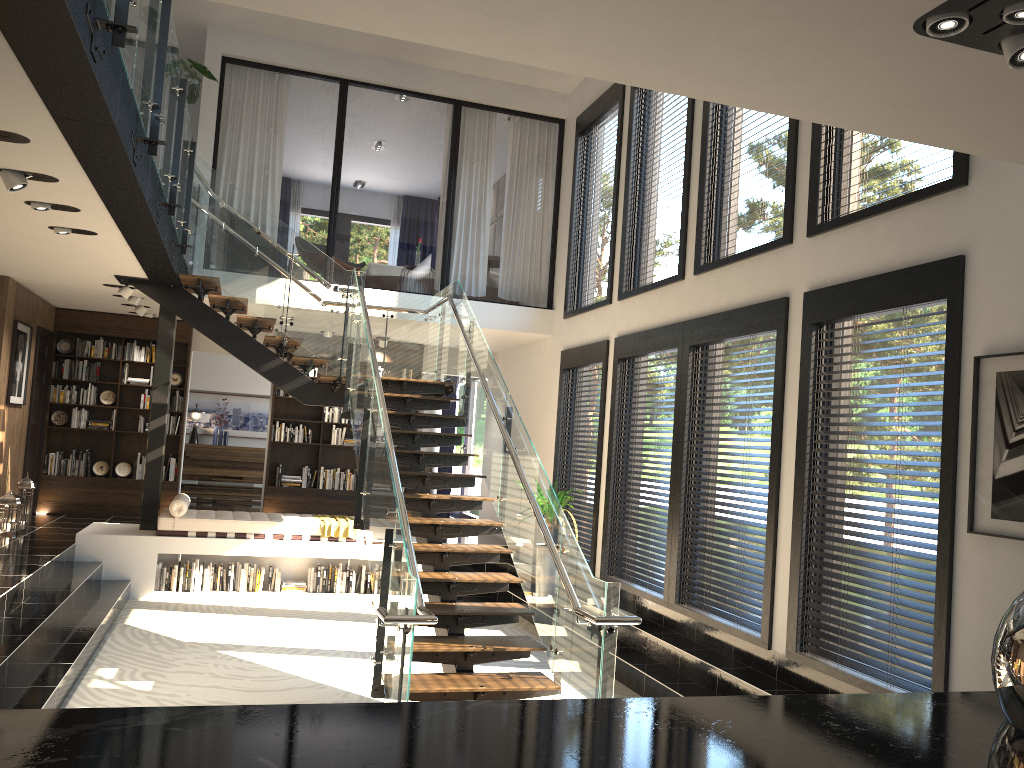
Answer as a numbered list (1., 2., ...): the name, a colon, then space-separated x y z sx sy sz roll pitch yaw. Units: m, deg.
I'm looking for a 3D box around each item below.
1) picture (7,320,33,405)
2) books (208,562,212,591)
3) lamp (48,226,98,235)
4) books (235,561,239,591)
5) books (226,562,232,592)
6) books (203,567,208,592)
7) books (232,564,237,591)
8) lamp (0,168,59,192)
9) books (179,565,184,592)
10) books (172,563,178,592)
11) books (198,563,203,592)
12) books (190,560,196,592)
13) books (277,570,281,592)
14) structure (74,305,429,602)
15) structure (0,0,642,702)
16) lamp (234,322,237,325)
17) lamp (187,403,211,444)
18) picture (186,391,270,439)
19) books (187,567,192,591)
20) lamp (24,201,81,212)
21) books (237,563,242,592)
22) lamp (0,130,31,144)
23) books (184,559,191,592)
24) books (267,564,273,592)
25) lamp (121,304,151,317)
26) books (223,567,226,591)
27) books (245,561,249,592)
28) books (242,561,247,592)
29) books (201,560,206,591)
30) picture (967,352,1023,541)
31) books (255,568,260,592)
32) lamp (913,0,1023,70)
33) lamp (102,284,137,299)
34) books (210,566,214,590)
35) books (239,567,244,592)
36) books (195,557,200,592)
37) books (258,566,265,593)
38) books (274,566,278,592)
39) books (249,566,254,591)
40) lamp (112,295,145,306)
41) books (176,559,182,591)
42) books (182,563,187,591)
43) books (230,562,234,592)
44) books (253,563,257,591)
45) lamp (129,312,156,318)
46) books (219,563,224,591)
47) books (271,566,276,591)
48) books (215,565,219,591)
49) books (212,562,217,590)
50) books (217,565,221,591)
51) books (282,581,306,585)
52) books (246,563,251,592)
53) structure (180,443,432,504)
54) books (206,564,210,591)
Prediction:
1. picture: -5.508 -0.224 9.937 0.028 0.910 0.749 5 -4 -17
2. books: -3.248 2.066 9.537 0.020 0.295 0.102 5 -4 -17
3. lamp: -3.351 -1.218 6.780 0.346 0.177 0.195 5 -4 -17
4. books: -2.989 2.085 9.642 0.023 0.308 0.126 5 -4 -17
5. books: -3.059 2.081 9.590 0.033 0.299 0.196 5 -4 -17
6. books: -3.282 2.088 9.488 0.029 0.240 0.165 5 -4 -17
7. books: -3.015 2.102 9.635 0.029 0.271 0.129 5 -4 -17
8. lamp: -2.896 -1.257 5.297 0.346 0.247 0.195 5 -4 -17
9. books: -3.500 2.059 9.391 0.027 0.254 0.204 5 -4 -17
10. books: -3.559 2.045 9.383 0.035 0.273 0.200 5 -4 -17
11. books: -3.324 2.062 9.468 0.025 0.282 0.149 5 -4 -17
12. books: -3.390 2.041 9.428 0.028 0.309 0.211 5 -4 -17
13. books: -2.572 2.168 9.767 0.030 0.218 0.186 5 -4 -17
14. structure: -2.729 0.737 10.163 3.783 3.242 1.149 5 -4 -17
15. structure: -1.517 0.158 6.590 3.448 4.864 7.283 5 -4 -18
16. lamp: -3.671 -0.874 12.049 0.195 0.158 0.346 5 -4 -17
17. lamp: -5.502 0.694 15.403 0.470 0.725 0.470 6 -4 -25
18. picture: -4.187 0.641 16.076 3.544 0.748 0.035 5 -4 -17
19. books: -3.427 2.076 9.442 0.029 0.237 0.147 5 -4 -17
20. lamp: -3.122 -1.255 6.038 0.346 0.177 0.195 5 -4 -17
21. books: -2.964 2.098 9.641 0.025 0.287 0.169 5 -4 -17
22. lamp: -2.663 -1.338 4.558 0.346 0.158 0.195 5 -4 -17
23. books: -3.445 2.030 9.414 0.030 0.322 0.203 5 -4 -17
24. books: -2.663 2.127 9.750 0.031 0.284 0.176 5 -4 -17
25. lamp: -4.634 -0.968 10.927 0.346 0.262 0.195 5 -4 -17
26. books: -3.107 2.111 9.598 0.050 0.234 0.149 5 -4 -17
27. books: -2.889 2.094 9.652 0.020 0.305 0.172 5 -4 -17
28. books: -2.912 2.093 9.650 0.026 0.305 0.187 5 -4 -17
29. books: -3.304 2.049 9.485 0.021 0.313 0.139 5 -4 -17
30. picture: 2.489 0.294 4.222 0.028 0.910 0.749 5 -4 -17
31. books: -2.776 2.140 9.671 0.028 0.232 0.206 5 -4 -17
32. lamp: 1.533 -1.160 2.752 0.502 0.231 0.349 5 -4 -17
33. lamp: -4.177 -1.042 9.448 0.346 0.262 0.195 5 -4 -17
34. books: -3.242 2.095 9.586 0.026 0.246 0.149 5 -4 -17
35. books: -2.934 2.119 9.625 0.027 0.246 0.193 5 -4 -17
36. books: -3.359 2.031 9.459 0.051 0.338 0.188 5 -4 -17
37. books: -2.740 2.131 9.691 0.050 0.258 0.215 5 -4 -17
38. books: -2.594 2.146 9.760 0.020 0.257 0.154 5 -4 -17
39. books: -2.848 2.126 9.684 0.034 0.252 0.151 5 -4 -17
40. lamp: -4.404 -1.020 10.188 0.346 0.231 0.195 5 -4 -17
41. books: -3.535 2.028 9.420 0.029 0.313 0.163 5 -4 -17
42. books: -3.482 2.050 9.431 0.028 0.279 0.120 5 -4 -17
43. books: -3.035 2.088 9.611 0.025 0.292 0.205 5 -4 -17
44. books: -2.818 2.109 9.705 0.036 0.293 0.128 5 -4 -17
45. lamp: -4.861 -0.973 11.673 0.346 0.177 0.195 5 -4 -17
46. books: -3.139 2.083 9.575 0.028 0.282 0.173 5 -4 -17
47. books: -2.633 2.148 9.776 0.045 0.251 0.142 5 -4 -17
48. books: -3.190 2.092 9.585 0.023 0.259 0.133 5 -4 -17
49. books: -3.217 2.078 9.593 0.025 0.285 0.137 5 -4 -17
50. books: -3.165 2.092 9.576 0.019 0.261 0.183 5 -4 -17
51. books: -2.421 2.206 9.830 0.249 0.025 0.148 5 -4 -20
52. books: -2.870 2.102 9.662 0.023 0.293 0.157 5 -4 -17
53. structure: -4.595 1.611 15.716 6.278 0.981 0.886 5 -4 -17
54. books: -3.261 2.075 9.509 0.021 0.270 0.148 5 -4 -17
